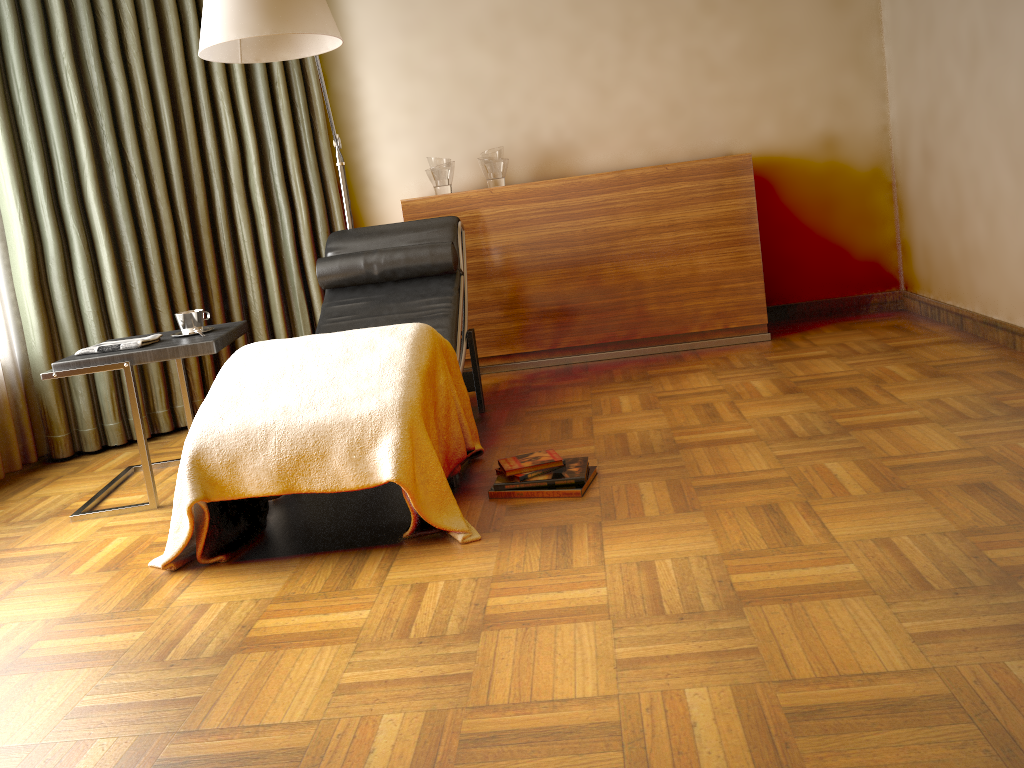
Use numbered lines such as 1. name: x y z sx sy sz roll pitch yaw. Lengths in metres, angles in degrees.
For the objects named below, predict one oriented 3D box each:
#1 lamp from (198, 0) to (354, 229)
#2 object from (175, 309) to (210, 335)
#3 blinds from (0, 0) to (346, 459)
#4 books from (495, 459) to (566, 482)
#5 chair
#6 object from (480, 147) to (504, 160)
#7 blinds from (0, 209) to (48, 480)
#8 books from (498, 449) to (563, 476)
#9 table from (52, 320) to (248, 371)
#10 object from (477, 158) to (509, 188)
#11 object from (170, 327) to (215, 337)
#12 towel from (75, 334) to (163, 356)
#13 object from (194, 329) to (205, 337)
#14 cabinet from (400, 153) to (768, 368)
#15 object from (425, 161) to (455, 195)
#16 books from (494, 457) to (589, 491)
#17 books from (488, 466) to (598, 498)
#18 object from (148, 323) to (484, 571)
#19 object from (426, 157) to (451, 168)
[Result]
1. lamp: -0.639 -0.720 3.343 0.451 1.943 1.435 -7 9 9
2. object: -1.132 -0.218 3.123 0.098 0.077 0.112 -6 11 7
3. blinds: -1.515 -1.057 4.021 1.549 2.424 0.224 -15 10 -40
4. books: 0.054 0.248 2.627 0.174 0.018 0.124 -16 15 -35
5. chair: -0.508 -0.140 3.126 0.635 0.787 1.815 -7 11 5
6. object: -0.090 -1.089 4.364 0.123 0.148 0.123 -10 10 -15
7. blinds: -2.177 -0.577 2.507 0.092 2.262 2.228 -7 10 5
8. books: 0.054 0.232 2.617 0.173 0.018 0.125 -10 12 -10
9. table: -1.237 -0.132 3.090 0.518 0.044 0.506 -8 12 -4
10. object: -0.085 -1.052 4.369 0.155 0.152 0.158 -8 10 -4
11. object: -1.128 -0.181 3.121 0.149 0.009 0.152 -5 12 10
12. towel: -1.324 -0.132 2.996 0.240 0.035 0.181 -6 12 9
13. object: -1.073 -0.177 3.036 0.029 0.019 0.124 -13 13 -25
14. cabinet: 0.359 -0.610 4.444 1.672 0.852 0.421 -7 8 5
15. object: -0.350 -1.021 4.391 0.157 0.152 0.156 -15 12 -37
16. books: 0.091 0.265 2.616 0.264 0.020 0.192 -6 12 9
17. books: 0.094 0.289 2.602 0.279 0.022 0.203 -3 13 19
18. object: -0.539 0.125 2.624 0.916 0.514 0.922 -7 11 5
19. object: -0.356 -1.058 4.387 0.123 0.148 0.124 -10 10 -13
